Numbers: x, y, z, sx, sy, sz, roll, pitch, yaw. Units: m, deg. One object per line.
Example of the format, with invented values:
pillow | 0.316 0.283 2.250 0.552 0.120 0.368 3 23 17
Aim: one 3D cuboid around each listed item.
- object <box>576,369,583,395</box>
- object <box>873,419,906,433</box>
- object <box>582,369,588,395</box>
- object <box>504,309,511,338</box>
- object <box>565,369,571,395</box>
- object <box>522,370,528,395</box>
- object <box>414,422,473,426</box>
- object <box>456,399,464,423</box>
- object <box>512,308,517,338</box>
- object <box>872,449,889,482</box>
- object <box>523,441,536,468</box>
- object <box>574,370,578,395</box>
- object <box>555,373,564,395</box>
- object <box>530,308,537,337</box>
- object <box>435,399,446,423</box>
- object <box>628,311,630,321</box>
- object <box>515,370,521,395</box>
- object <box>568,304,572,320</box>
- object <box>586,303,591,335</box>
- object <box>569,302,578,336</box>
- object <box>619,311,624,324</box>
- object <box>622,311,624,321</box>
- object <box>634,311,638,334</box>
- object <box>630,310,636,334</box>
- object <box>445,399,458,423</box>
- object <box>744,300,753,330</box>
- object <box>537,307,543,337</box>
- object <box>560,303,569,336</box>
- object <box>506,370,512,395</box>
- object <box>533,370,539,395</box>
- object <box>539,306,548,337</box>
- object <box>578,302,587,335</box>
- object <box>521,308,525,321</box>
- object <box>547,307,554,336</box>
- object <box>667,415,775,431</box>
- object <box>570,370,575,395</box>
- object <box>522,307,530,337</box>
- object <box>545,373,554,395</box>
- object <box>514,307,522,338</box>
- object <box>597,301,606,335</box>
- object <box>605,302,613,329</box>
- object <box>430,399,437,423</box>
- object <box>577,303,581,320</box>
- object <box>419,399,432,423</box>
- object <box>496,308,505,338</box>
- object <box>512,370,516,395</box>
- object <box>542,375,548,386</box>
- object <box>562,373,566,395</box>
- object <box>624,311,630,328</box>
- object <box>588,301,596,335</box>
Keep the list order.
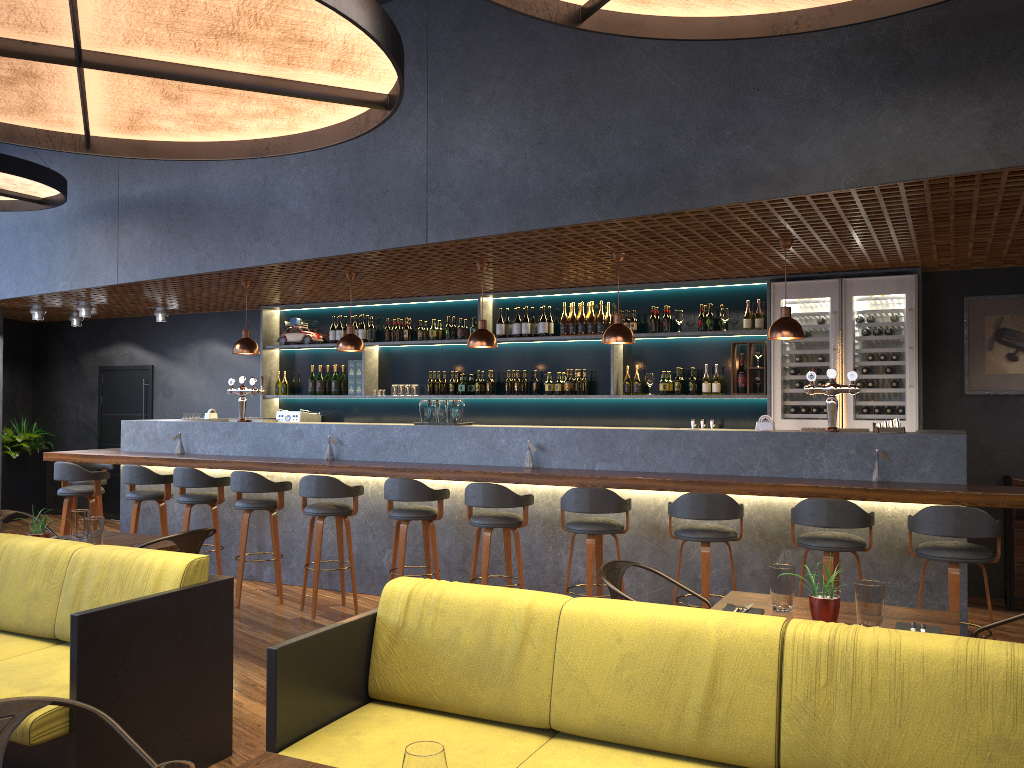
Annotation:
object | 0.661 -0.018 8.658 0.063 0.254 0.063 -1 -1 34
object | 2.422 0.268 5.697 0.177 0.091 0.091 0 -1 1
object | 0.717 -0.017 8.750 0.063 0.254 0.063 0 -1 -1
object | -0.048 -0.619 9.139 0.086 0.310 0.085 -1 -1 41
object | 0.550 -0.018 8.687 0.063 0.254 0.063 0 -1 19
object | 0.132 -0.012 9.048 0.063 0.254 0.063 0 -1 -1
object | -0.563 0.327 7.286 0.437 0.019 0.273 0 -1 26
object | -0.443 0.231 7.268 0.105 0.209 0.105 1 -1 -29
object | 0.041 -0.619 9.094 0.085 0.310 0.086 1 -1 -36
object | 2.294 0.509 5.550 0.114 0.203 0.069 1 -1 -29
object | 0.136 0.524 6.617 0.114 0.203 0.069 0 -1 16
object | 0.644 -0.015 8.841 0.063 0.254 0.063 1 -1 -36
object | 0.469 -0.001 8.794 0.088 0.224 0.088 -1 -1 41
object | 0.210 -0.620 9.012 0.086 0.310 0.085 -1 -1 38
object | -0.579 0.231 7.266 0.105 0.209 0.105 1 -1 -29
object | 1.119 -0.585 8.507 0.056 0.227 0.056 0 -1 -12
object | 0.058 -0.014 8.961 0.063 0.254 0.063 1 -1 -26
object | 0.589 -0.634 8.809 0.084 0.330 0.084 -1 -1 33
object | 0.758 -0.635 8.724 0.084 0.330 0.084 -1 -1 33
object | 0.603 -0.636 8.702 0.084 0.330 0.084 -1 -1 33
object | 1.039 -0.586 8.479 0.056 0.227 0.056 0 -1 -12
object | 1.066 -0.585 8.533 0.056 0.227 0.056 0 -1 28
object | 1.175 -0.585 8.479 0.056 0.227 0.056 0 -1 28
object | 1.149 -0.587 8.424 0.056 0.227 0.056 0 -1 13
object | -0.488 0.229 7.162 0.105 0.209 0.105 1 -1 -29
object | 2.135 -0.619 8.016 0.079 0.281 0.079 -1 -1 35
object | 0.297 -0.621 8.974 0.085 0.310 0.086 1 -1 -36
object | 0.519 -0.635 8.743 0.084 0.330 0.084 -1 -1 33
object | -0.031 -0.014 9.006 0.063 0.254 0.063 0 -1 -1
object | 0.241 -0.013 9.002 0.063 0.254 0.063 0 -1 -16
object | 0.318 -0.623 8.856 0.085 0.310 0.086 1 -1 -30
object | 0.686 -0.636 8.660 0.084 0.330 0.084 -1 -1 33
object | 0.124 -0.620 9.058 0.085 0.310 0.086 1 -1 -23
object | 0.381 -0.621 8.930 0.085 0.310 0.086 1 -1 -23
object | 1.447 0.267 6.205 0.766 0.106 0.200 0 -1 26
object | 0.592 -0.016 8.774 0.063 0.254 0.063 1 -1 -36
object | 0.143 -0.622 8.940 0.085 0.310 0.086 1 -1 -36
object | 0.373 -0.001 8.841 0.088 0.224 0.088 0 -1 -4
object | 0.061 -0.621 8.983 0.085 0.310 0.086 1 -1 -30
object | 0.863 -0.638 8.570 0.084 0.330 0.084 -1 -1 33
object | 0.943 -0.635 8.669 0.084 0.330 0.084 -1 -1 33
object | -0.649 0.233 7.367 0.105 0.209 0.105 1 -1 -29
object | 0.673 -0.634 8.764 0.084 0.330 0.084 -1 -1 33
object | -0.708 0.231 7.276 0.105 0.209 0.105 1 -1 -29
object | -0.116 -0.620 9.067 0.085 0.310 0.086 1 -1 -36
object | 0.019 -0.012 9.104 0.063 0.254 0.063 0 -1 14
object | 0.354 0.010 8.974 0.097 0.206 0.097 1 -1 -32
object | 0.521 0.001 8.895 0.088 0.224 0.088 0 -1 21
object | 1.093 -0.586 8.452 0.056 0.227 0.056 0 -1 3
object | 0.776 -0.637 8.610 0.084 0.330 0.084 -1 -1 33
